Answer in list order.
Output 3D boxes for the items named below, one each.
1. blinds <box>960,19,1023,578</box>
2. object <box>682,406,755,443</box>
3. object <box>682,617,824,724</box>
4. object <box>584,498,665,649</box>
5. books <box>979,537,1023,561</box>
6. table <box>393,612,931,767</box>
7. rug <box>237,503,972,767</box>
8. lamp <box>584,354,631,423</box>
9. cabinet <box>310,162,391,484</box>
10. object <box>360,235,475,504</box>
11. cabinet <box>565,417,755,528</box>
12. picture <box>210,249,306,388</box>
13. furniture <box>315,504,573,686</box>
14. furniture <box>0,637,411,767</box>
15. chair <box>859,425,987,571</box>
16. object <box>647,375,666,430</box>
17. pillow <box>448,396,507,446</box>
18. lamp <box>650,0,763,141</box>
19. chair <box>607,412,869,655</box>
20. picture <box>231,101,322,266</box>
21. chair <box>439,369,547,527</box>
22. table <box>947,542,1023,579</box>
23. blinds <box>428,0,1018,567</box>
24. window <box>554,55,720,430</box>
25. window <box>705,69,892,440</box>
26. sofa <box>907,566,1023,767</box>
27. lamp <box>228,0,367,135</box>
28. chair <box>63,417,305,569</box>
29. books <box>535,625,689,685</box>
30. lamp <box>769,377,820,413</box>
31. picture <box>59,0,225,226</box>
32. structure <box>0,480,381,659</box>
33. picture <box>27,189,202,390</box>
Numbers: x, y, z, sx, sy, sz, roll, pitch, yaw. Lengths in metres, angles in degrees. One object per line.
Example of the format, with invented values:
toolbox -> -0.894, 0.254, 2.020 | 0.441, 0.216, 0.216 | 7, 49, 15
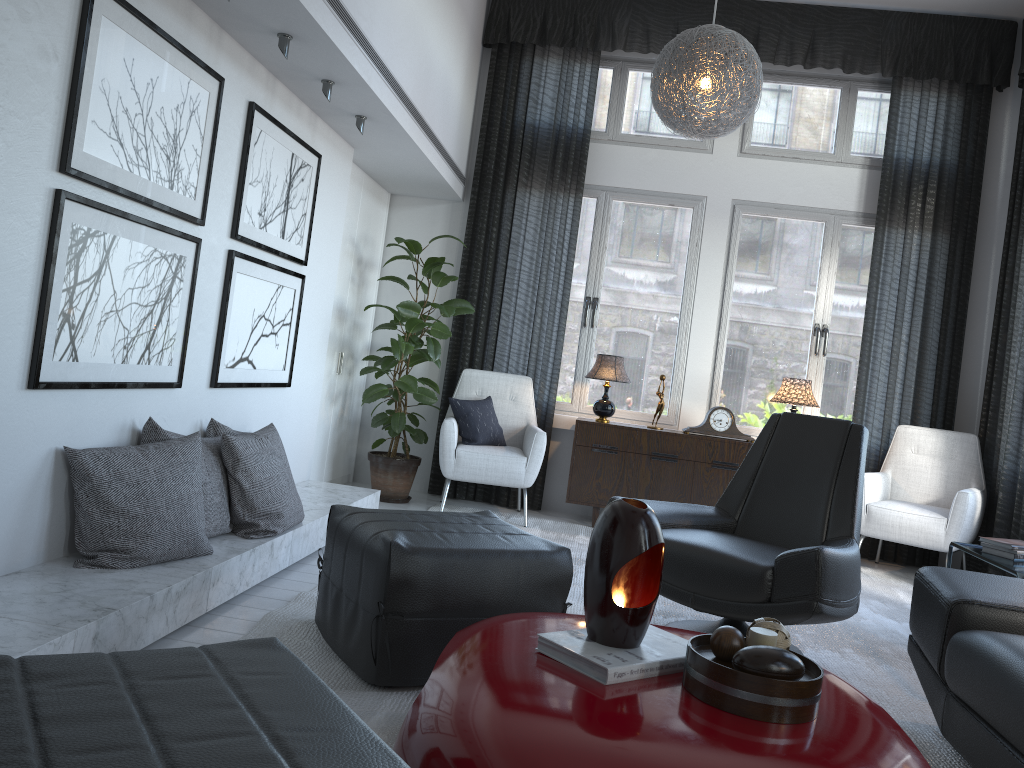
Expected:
blinds -> 2.646, -0.524, 3.641 | 0.189, 3.280, 3.209 | 7, 0, 6
object -> 1.214, 0.222, 5.174 | 0.406, 0.181, 0.180 | 7, 0, 7
object -> 0.443, 0.508, 1.623 | 0.243, 0.133, 0.241 | 8, 0, 44
object -> 0.220, 0.369, 1.757 | 0.152, 0.280, 0.152 | 8, -1, -44
books -> 1.815, 0.598, 3.196 | 0.214, 0.050, 0.161 | 7, 1, -21
table -> 0.285, 0.700, 1.721 | 0.942, 0.300, 0.938 | 7, 1, 6
rug -> 0.578, 0.893, 1.262 | 2.956, 0.032, 7.762 | 7, 1, 6
lamp -> 0.560, 0.028, 5.243 | 0.280, 0.398, 0.280 | 7, -1, 32
cabinet -> -1.064, -0.314, 5.187 | 0.191, 1.897, 1.171 | 7, -1, 6
object -> -0.597, -0.104, 5.133 | 0.637, 1.591, 0.938 | 8, -1, -38
cabinet -> 1.040, 0.599, 5.212 | 1.399, 0.613, 0.385 | 7, -1, 7
picture -> -1.042, -0.245, 3.710 | 0.020, 0.523, 0.790 | 7, 0, 6
furniture -> -0.217, 0.591, 2.596 | 0.597, 0.378, 0.615 | 7, 0, -30
furniture -> -0.472, 0.580, 1.061 | 0.612, 0.378, 0.600 | 7, 0, -35
chair -> 2.232, 0.649, 4.856 | 0.595, 0.824, 0.611 | 7, -1, 37
object -> 0.866, 0.105, 5.233 | 0.096, 0.325, 0.096 | 7, -1, 6
pillow -> -0.194, 0.214, 5.157 | 0.253, 0.296, 0.356 | 7, 0, 33
lamp -> 0.949, -1.780, 4.118 | 0.512, 1.308, 0.514 | 7, -1, 1
chair -> 0.872, 0.496, 3.102 | 0.842, 0.811, 0.802 | 7, 0, 44
picture -> -0.970, -0.807, 3.725 | 0.020, 0.523, 0.790 | 7, 0, 6
chair -> -0.123, 0.342, 5.148 | 0.593, 0.824, 0.612 | 7, -1, -3
table -> 1.890, 0.836, 3.032 | 0.593, 0.411, 0.592 | 7, 0, 7
blinds -> 1.230, -0.732, 5.423 | 3.214, 3.281, 0.188 | 7, -1, 6
window -> 0.563, -0.943, 5.639 | 1.269, 2.325, 0.133 | 7, -1, 7
window -> 1.961, -0.761, 5.474 | 1.269, 2.325, 0.133 | 7, -1, 7
sofa -> 1.507, 0.697, 1.607 | 0.937, 0.617, 1.903 | 7, 1, 6
lamp -> -0.920, -1.162, 1.900 | 0.053, 0.081, 4.249 | 7, 1, 6
chair -> -1.003, 0.335, 3.070 | 0.391, 0.431, 1.335 | 7, 1, 7
books -> 0.228, 0.527, 1.749 | 0.305, 0.030, 0.201 | 7, 1, -38
lamp -> 1.625, 0.167, 5.117 | 0.280, 0.398, 0.280 | 7, -1, 32
picture -> -1.087, -0.807, 2.692 | 0.020, 0.523, 0.790 | 7, 0, 6
structure -> -1.276, 0.583, 0.965 | 0.393, 0.135, 7.201 | 7, 1, 6
picture -> -1.161, -0.246, 2.677 | 0.020, 0.523, 0.790 | 7, 0, 6
